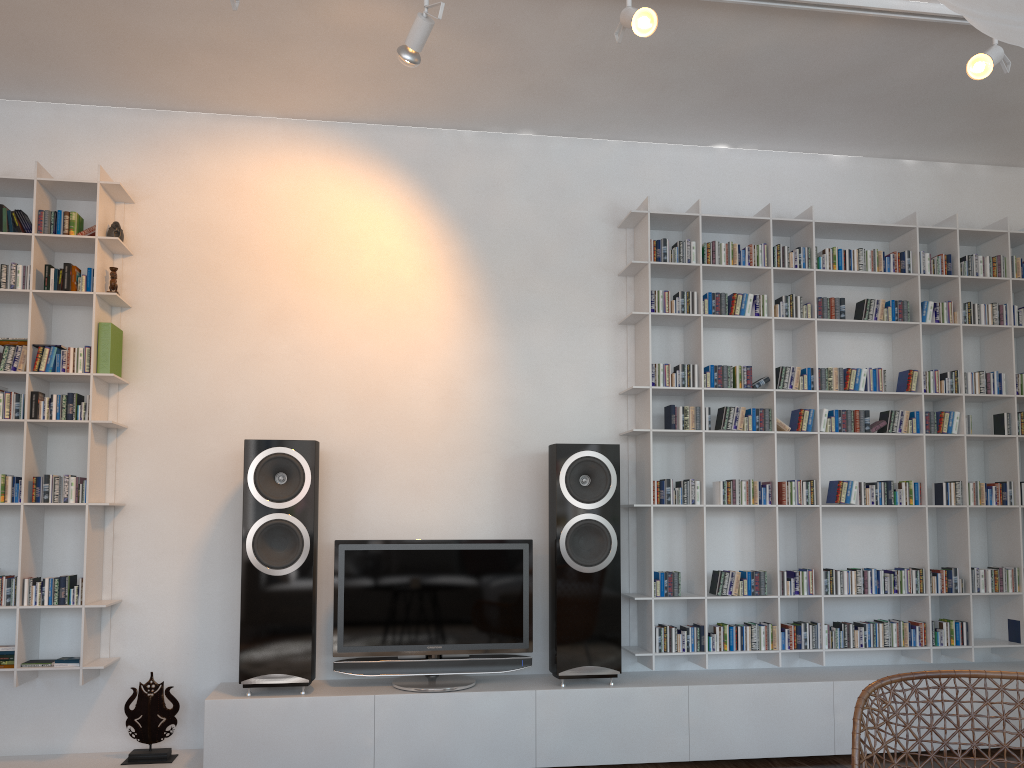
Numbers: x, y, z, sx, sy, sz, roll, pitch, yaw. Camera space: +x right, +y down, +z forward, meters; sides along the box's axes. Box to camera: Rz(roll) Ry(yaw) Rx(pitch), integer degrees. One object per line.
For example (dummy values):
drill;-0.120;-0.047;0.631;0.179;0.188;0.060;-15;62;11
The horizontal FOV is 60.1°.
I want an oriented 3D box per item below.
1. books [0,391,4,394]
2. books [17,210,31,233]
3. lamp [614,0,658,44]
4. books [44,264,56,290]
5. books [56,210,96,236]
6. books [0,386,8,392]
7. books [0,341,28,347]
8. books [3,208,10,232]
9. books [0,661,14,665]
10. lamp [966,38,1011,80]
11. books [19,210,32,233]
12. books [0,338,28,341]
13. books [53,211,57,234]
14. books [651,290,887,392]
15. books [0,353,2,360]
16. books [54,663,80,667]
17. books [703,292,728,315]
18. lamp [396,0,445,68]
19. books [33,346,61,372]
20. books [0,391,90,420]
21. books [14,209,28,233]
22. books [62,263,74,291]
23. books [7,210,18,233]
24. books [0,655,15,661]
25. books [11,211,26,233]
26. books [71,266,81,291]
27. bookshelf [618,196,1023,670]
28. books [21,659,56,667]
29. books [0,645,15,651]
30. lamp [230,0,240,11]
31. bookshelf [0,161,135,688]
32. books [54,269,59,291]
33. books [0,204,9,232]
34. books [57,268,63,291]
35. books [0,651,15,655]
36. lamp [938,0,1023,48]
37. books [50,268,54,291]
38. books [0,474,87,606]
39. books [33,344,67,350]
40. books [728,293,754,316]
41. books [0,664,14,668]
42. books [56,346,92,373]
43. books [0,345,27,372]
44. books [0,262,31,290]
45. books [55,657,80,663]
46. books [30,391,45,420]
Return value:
books;-2.088;0.038;3.528;0.111;0.012;0.094;1;-8;-9
books;-1.952;-0.642;3.559;0.057;0.098;0.069;1;-6;-9
lamp;0.372;-1.182;2.813;0.085;0.238;0.252;2;-7;-23
books;-1.857;-0.419;3.555;0.023;0.106;0.069;1;-5;-9
books;-1.762;-0.637;3.617;0.160;0.109;0.102;1;-6;-9
books;-2.091;0.022;3.532;0.111;0.022;0.096;1;-8;-9
books;-1.970;-0.157;3.523;0.107;0.017;0.069;1;-8;-9
books;-2.020;-0.645;3.547;0.019;0.098;0.075;1;-6;-9
books;-1.966;1.076;3.431;0.092;0.013;0.070;1;-8;-9
lamp;1.649;-1.144;3.058;0.251;0.238;0.085;6;-7;-43
books;-1.943;-0.642;3.560;0.057;0.098;0.069;1;-6;-9
books;-1.970;-0.170;3.533;0.112;0.014;0.094;1;-8;-9
books;-1.845;-0.638;3.588;0.012;0.107;0.069;1;-5;-9
books;1.160;-0.183;4.023;1.124;0.428;0.102;1;-5;-9
books;-2.096;-0.095;3.515;0.101;0.103;0.096;1;-6;-9
books;-1.738;1.099;3.477;0.092;0.013;0.070;1;-8;-9
books;0.901;-0.351;3.995;0.132;0.104;0.100;1;-6;-10
lamp;-0.281;-1.175;2.865;0.085;0.238;0.251;4;-8;-42
books;-1.860;-0.091;3.547;0.088;0.107;0.096;1;-6;-9
books;-1.916;0.095;3.544;0.467;0.112;0.123;1;-7;-9
books;-1.961;-0.643;3.558;0.057;0.098;0.069;1;-6;-9
books;-1.785;-0.422;3.569;0.029;0.115;0.075;1;-5;-9
books;-2.002;-0.641;3.551;0.028;0.092;0.070;1;-6;-9
books;-1.973;1.058;3.429;0.107;0.023;0.069;1;-8;-9
books;-1.978;-0.640;3.553;0.046;0.090;0.070;1;-6;-9
books;-1.762;-0.417;3.574;0.016;0.106;0.069;1;-5;-9
bookshelf;1.539;0.233;4.104;2.085;2.062;0.228;1;-4;-9
books;-1.855;1.099;3.482;0.111;0.012;0.094;1;-8;-9
books;-1.966;1.026;3.436;0.092;0.013;0.070;1;-8;-9
lamp;-0.871;-1.212;2.626;0.085;0.237;0.253;0;-6;-3
bookshelf;-1.922;0.152;3.577;0.639;2.062;0.228;1;-4;-9
books;-1.826;-0.410;3.561;0.014;0.092;0.070;1;-6;-9
books;-2.044;-0.653;3.546;0.029;0.115;0.075;1;-5;-9
books;-1.809;-0.411;3.563;0.020;0.092;0.070;1;-6;-9
books;-1.966;1.040;3.434;0.092;0.013;0.070;1;-8;-9
lamp;0.921;-0.455;0.405;1.473;0.208;1.479;-4;-9;28
books;-1.840;-0.411;3.560;0.014;0.092;0.070;1;-6;-9
books;-1.917;0.615;3.502;0.469;0.508;0.123;1;-5;-9
books;-1.852;-0.148;3.546;0.107;0.008;0.069;1;-8;-9
books;1.027;-0.349;4.014;0.118;0.107;0.090;1;-6;-9
books;-1.974;1.092;3.431;0.107;0.016;0.069;1;-8;-9
books;-1.752;-0.091;3.574;0.136;0.112;0.123;1;-7;-9
books;-1.975;-0.094;3.533;0.114;0.107;0.096;1;-6;-9
books;-2.030;-0.422;3.559;0.222;0.112;0.109;1;-6;-9
books;-1.734;1.085;3.475;0.093;0.013;0.070;1;-8;-3
books;-1.894;0.091;3.530;0.029;0.115;0.075;1;-5;-9
